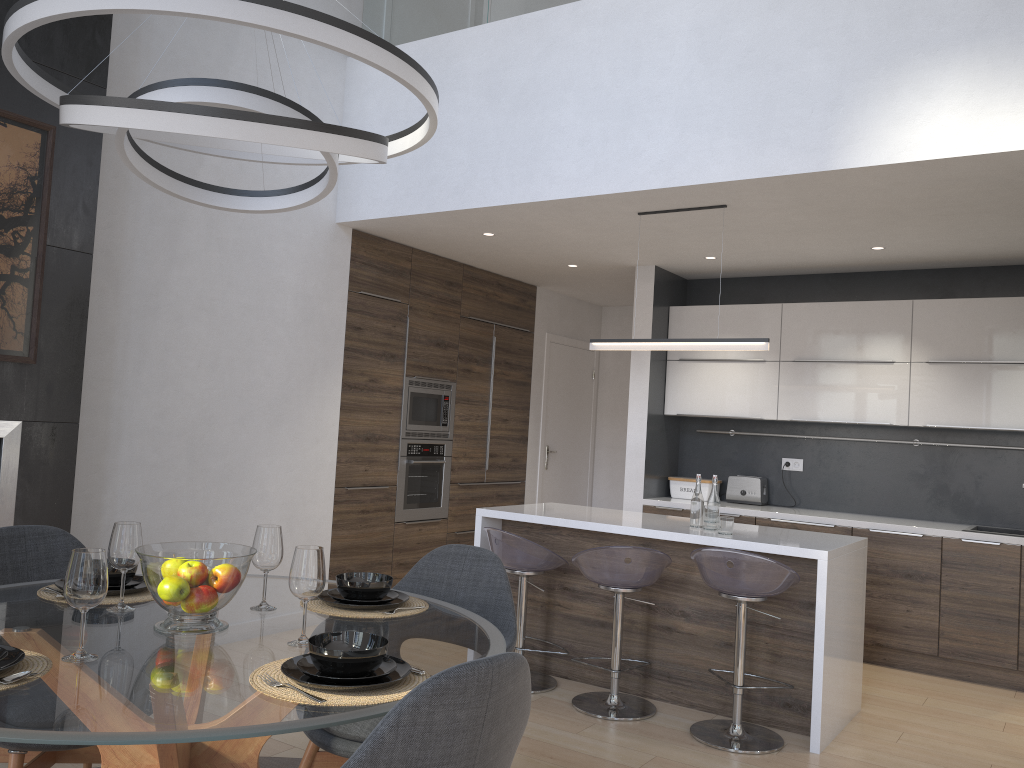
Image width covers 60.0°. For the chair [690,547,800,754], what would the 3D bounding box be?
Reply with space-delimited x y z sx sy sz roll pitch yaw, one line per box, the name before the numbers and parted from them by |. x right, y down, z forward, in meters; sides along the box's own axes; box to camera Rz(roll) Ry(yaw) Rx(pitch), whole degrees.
chair | 1.006 1.127 3.900 0.475 0.838 0.434 2 -3 31

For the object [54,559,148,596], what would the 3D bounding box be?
object | -1.135 0.539 2.485 0.258 0.074 0.258 5 -3 -37

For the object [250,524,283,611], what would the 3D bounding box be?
object | -0.658 0.491 2.375 0.083 0.220 0.083 5 -3 -28

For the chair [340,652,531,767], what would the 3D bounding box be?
chair | -0.299 0.917 1.712 0.619 0.891 0.655 1 -4 40

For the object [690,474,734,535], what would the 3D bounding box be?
object | 0.978 0.583 4.330 0.148 0.267 0.323 3 -3 -2

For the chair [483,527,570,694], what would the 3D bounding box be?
chair | 0.055 1.128 4.545 0.434 0.787 0.475 6 -4 -39

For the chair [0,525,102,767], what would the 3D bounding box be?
chair | -1.354 0.899 2.614 0.619 0.891 0.655 1 -4 40

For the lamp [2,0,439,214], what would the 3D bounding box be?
lamp | -0.564 -2.726 2.286 1.000 4.513 1.000 1 -3 35

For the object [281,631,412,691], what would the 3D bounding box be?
object | -0.330 0.552 1.781 0.258 0.074 0.258 3 -3 14

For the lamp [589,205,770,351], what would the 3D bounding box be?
lamp | 0.874 -0.555 4.677 0.998 0.756 0.020 2 -3 33

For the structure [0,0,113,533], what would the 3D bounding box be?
structure | -2.125 -1.849 3.269 0.722 6.351 1.500 2 -3 33

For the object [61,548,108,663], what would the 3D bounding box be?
object | -0.875 0.451 1.816 0.083 0.220 0.083 4 -3 -6

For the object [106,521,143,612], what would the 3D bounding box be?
object | -0.991 0.466 2.268 0.083 0.220 0.083 4 -3 -6

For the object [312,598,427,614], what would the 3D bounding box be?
object | -0.421 0.613 2.511 0.309 0.015 0.206 1 -4 38

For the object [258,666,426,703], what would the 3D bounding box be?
object | -0.336 0.583 1.793 0.206 0.015 0.309 1 -4 38

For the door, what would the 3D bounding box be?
door | 0.499 0.656 8.013 0.085 2.136 0.974 2 -3 33

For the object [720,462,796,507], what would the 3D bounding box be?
object | 1.724 0.696 6.279 0.562 0.319 0.191 2 -3 34

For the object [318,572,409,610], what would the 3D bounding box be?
object | -0.418 0.582 2.503 0.258 0.074 0.258 3 -3 14

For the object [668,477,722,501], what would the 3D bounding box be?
object | 1.335 0.767 6.483 0.380 0.148 0.263 2 -3 33

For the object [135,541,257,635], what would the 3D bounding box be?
object | -0.763 0.491 2.131 0.278 0.184 0.278 1 -4 42

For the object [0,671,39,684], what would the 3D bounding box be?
object | -1.056 0.535 1.676 0.309 0.015 0.206 1 -4 38

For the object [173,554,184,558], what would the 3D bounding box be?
object | -0.824 0.456 2.178 0.070 0.071 0.068 3 -3 5

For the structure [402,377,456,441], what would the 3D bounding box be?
structure | -0.781 0.181 6.468 0.459 0.430 0.595 2 -3 33

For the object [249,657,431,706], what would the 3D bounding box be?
object | -0.342 0.590 1.785 0.360 0.002 0.360 4 -3 -14

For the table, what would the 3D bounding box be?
table | -0.785 0.963 2.097 1.499 0.764 1.499 2 -3 23

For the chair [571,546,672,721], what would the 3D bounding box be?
chair | 0.505 1.139 4.228 0.475 0.787 0.434 4 -3 -4

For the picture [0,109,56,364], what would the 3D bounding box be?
picture | -2.220 -0.613 3.224 0.026 0.990 1.056 2 -3 33

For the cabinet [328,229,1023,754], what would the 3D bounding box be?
cabinet | 1.408 0.382 5.195 4.694 2.501 2.402 2 -3 33

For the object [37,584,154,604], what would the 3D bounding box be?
object | -1.125 0.578 2.479 0.360 0.002 0.360 3 -3 8

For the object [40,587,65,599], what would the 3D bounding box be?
object | -1.127 0.569 2.469 0.206 0.015 0.309 1 -4 43

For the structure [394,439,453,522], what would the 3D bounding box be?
structure | -0.795 0.680 6.433 0.495 0.570 0.595 2 -3 33

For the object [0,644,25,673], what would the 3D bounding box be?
object | -1.063 0.504 1.671 0.258 0.074 0.258 5 -3 -37

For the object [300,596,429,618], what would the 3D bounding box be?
object | -0.415 0.621 2.507 0.360 0.002 0.360 3 -3 8

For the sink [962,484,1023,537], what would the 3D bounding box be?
sink | 3.007 0.844 5.180 0.626 0.518 0.512 2 -3 33

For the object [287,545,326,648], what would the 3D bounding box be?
object | -0.472 0.485 2.035 0.083 0.220 0.083 3 -3 5

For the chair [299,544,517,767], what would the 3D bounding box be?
chair | -0.326 0.963 2.701 0.655 0.891 0.619 1 -3 35

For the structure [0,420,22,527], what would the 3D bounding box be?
structure | -2.393 0.295 3.259 0.295 0.651 1.010 2 -3 33

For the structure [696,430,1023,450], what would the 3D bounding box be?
structure | 2.636 0.384 5.793 3.000 0.045 0.050 2 -3 33

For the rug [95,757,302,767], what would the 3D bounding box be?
rug | -0.802 1.350 2.087 2.499 0.010 2.499 3 -3 6

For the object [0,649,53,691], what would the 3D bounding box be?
object | -1.069 0.542 1.673 0.360 0.002 0.360 4 -3 -14
